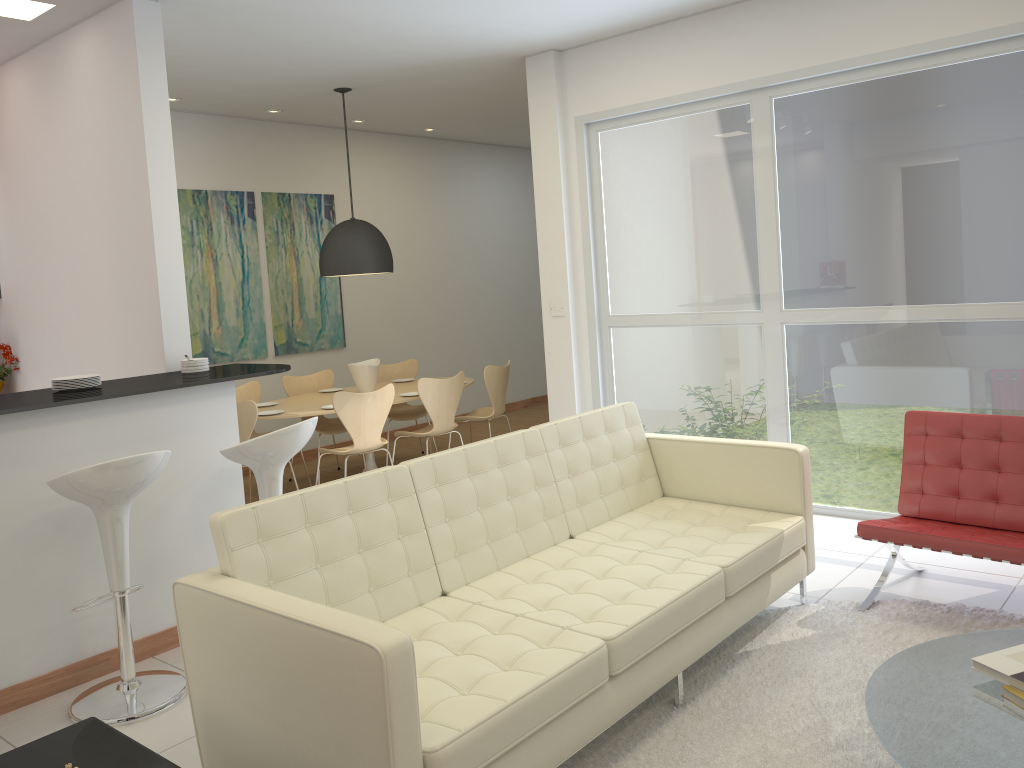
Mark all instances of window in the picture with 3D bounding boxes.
[{"bbox_3d":[1.884,-0.532,5.350,3.432,2.704,0.121,1,6,40],"label":"window"}]

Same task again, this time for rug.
[{"bbox_3d":[1.045,1.209,2.567,2.443,0.004,3.343,2,9,42],"label":"rug"}]

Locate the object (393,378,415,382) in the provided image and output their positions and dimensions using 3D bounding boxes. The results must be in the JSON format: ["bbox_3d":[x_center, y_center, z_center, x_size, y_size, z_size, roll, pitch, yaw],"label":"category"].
[{"bbox_3d":[-0.984,-0.030,8.052,0.210,0.015,0.211,-2,7,19],"label":"object"}]

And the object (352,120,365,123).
[{"bbox_3d":[-1.474,-2.520,8.493,0.129,0.010,0.130,-4,7,-4],"label":"object"}]

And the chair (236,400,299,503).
[{"bbox_3d":[-1.837,0.534,6.197,0.521,0.903,0.518,-2,5,25],"label":"chair"}]

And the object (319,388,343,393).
[{"bbox_3d":[-1.563,0.057,7.648,0.211,0.015,0.211,-8,8,-32],"label":"object"}]

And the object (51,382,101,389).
[{"bbox_3d":[-2.028,0.009,4.127,0.210,0.015,0.211,-5,7,-5],"label":"object"}]

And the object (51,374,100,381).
[{"bbox_3d":[-2.031,-0.025,4.125,0.210,0.015,0.211,-5,7,-5],"label":"object"}]

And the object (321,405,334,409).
[{"bbox_3d":[-1.306,0.169,6.550,0.210,0.015,0.211,-7,7,-23],"label":"object"}]

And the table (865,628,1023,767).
[{"bbox_3d":[1.634,1.031,2.029,1.537,0.402,1.327,1,8,39],"label":"table"}]

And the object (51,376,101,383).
[{"bbox_3d":[-2.030,-0.018,4.126,0.210,0.015,0.211,-5,7,-5],"label":"object"}]

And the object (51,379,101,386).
[{"bbox_3d":[-2.029,-0.004,4.126,0.210,0.015,0.211,-5,7,-5],"label":"object"}]

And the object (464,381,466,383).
[{"bbox_3d":[-0.492,-0.004,7.543,0.210,0.015,0.211,-3,7,5],"label":"object"}]

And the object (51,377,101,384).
[{"bbox_3d":[-2.030,-0.011,4.126,0.210,0.015,0.211,-5,7,-5],"label":"object"}]

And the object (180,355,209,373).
[{"bbox_3d":[-1.687,-0.114,4.667,0.140,0.097,0.174,0,7,33],"label":"object"}]

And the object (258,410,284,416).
[{"bbox_3d":[-1.764,0.213,6.445,0.211,0.015,0.211,-7,8,-27],"label":"object"}]

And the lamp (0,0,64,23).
[{"bbox_3d":[-2.663,-2.008,4.680,0.408,0.034,0.410,2,9,40],"label":"lamp"}]

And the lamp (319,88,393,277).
[{"bbox_3d":[-1.311,-1.630,7.166,0.594,1.488,0.596,0,5,43],"label":"lamp"}]

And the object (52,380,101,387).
[{"bbox_3d":[-2.029,0.003,4.127,0.210,0.015,0.211,-5,7,-5],"label":"object"}]

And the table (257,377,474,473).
[{"bbox_3d":[-1.187,0.448,7.284,1.280,0.726,2.273,1,8,41],"label":"table"}]

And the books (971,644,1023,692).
[{"bbox_3d":[1.455,0.761,2.366,0.324,0.026,0.256,-6,7,-20],"label":"books"}]

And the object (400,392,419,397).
[{"bbox_3d":[-0.779,0.083,6.976,0.210,0.015,0.211,-4,7,-3],"label":"object"}]

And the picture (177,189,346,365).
[{"bbox_3d":[-2.261,-0.996,8.070,0.020,1.501,1.747,-1,6,40],"label":"picture"}]

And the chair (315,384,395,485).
[{"bbox_3d":[-1.123,0.466,6.364,0.523,0.903,0.516,-8,6,-42],"label":"chair"}]

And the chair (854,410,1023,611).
[{"bbox_3d":[2.006,0.579,3.911,0.709,0.814,0.700,-9,7,-44],"label":"chair"}]

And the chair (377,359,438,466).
[{"bbox_3d":[-1.014,0.256,8.079,0.522,0.903,0.516,-6,5,-25],"label":"chair"}]

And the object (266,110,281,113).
[{"bbox_3d":[-2.090,-2.392,7.766,0.129,0.010,0.130,-4,7,-4],"label":"object"}]

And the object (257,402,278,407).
[{"bbox_3d":[-1.946,0.165,6.956,0.211,0.015,0.211,-7,8,-27],"label":"object"}]

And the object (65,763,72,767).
[{"bbox_3d":[-1.072,0.944,2.145,0.030,0.044,0.030,-8,6,-42],"label":"object"}]

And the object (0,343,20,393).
[{"bbox_3d":[-3.596,-0.084,5.970,0.522,0.447,0.505,-2,6,20],"label":"object"}]

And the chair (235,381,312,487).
[{"bbox_3d":[-1.968,0.449,7.000,0.515,0.903,0.524,-2,4,20],"label":"chair"}]

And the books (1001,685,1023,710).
[{"bbox_3d":[1.464,0.803,2.223,0.324,0.026,0.257,-5,7,-10],"label":"books"}]

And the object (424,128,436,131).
[{"bbox_3d":[-0.857,-2.648,9.220,0.129,0.010,0.130,-4,7,-4],"label":"object"}]

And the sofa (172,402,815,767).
[{"bbox_3d":[0.179,0.709,3.375,1.000,0.919,2.577,0,8,40],"label":"sofa"}]

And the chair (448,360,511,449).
[{"bbox_3d":[-0.252,0.274,7.482,0.515,0.903,0.524,-2,5,24],"label":"chair"}]

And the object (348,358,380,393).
[{"bbox_3d":[-1.202,-0.053,7.253,0.271,0.279,0.262,-5,5,-14],"label":"object"}]

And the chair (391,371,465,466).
[{"bbox_3d":[-0.640,0.370,6.891,0.515,0.903,0.523,0,6,40],"label":"chair"}]

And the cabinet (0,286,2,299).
[{"bbox_3d":[-4.699,-0.702,4.947,0.352,0.657,3.258,0,7,40],"label":"cabinet"}]

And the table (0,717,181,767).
[{"bbox_3d":[-1.062,1.215,1.990,0.916,0.421,0.704,1,8,40],"label":"table"}]

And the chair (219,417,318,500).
[{"bbox_3d":[-1.091,0.672,4.087,0.464,1.017,0.459,-2,4,27],"label":"chair"}]

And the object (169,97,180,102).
[{"bbox_3d":[-2.707,-2.263,7.040,0.129,0.010,0.130,-4,7,-4],"label":"object"}]

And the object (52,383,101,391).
[{"bbox_3d":[-2.028,0.016,4.128,0.210,0.015,0.211,-5,7,-5],"label":"object"}]

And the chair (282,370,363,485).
[{"bbox_3d":[-1.611,0.358,7.563,0.516,0.903,0.523,0,6,45],"label":"chair"}]

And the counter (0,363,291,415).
[{"bbox_3d":[-2.247,0.099,3.683,0.735,0.019,2.979,2,9,40],"label":"counter"}]

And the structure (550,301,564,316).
[{"bbox_3d":[0.329,-0.550,6.467,0.114,0.104,0.013,1,6,40],"label":"structure"}]

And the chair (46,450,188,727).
[{"bbox_3d":[-1.561,0.770,3.529,0.458,1.017,0.465,-7,5,-38],"label":"chair"}]
